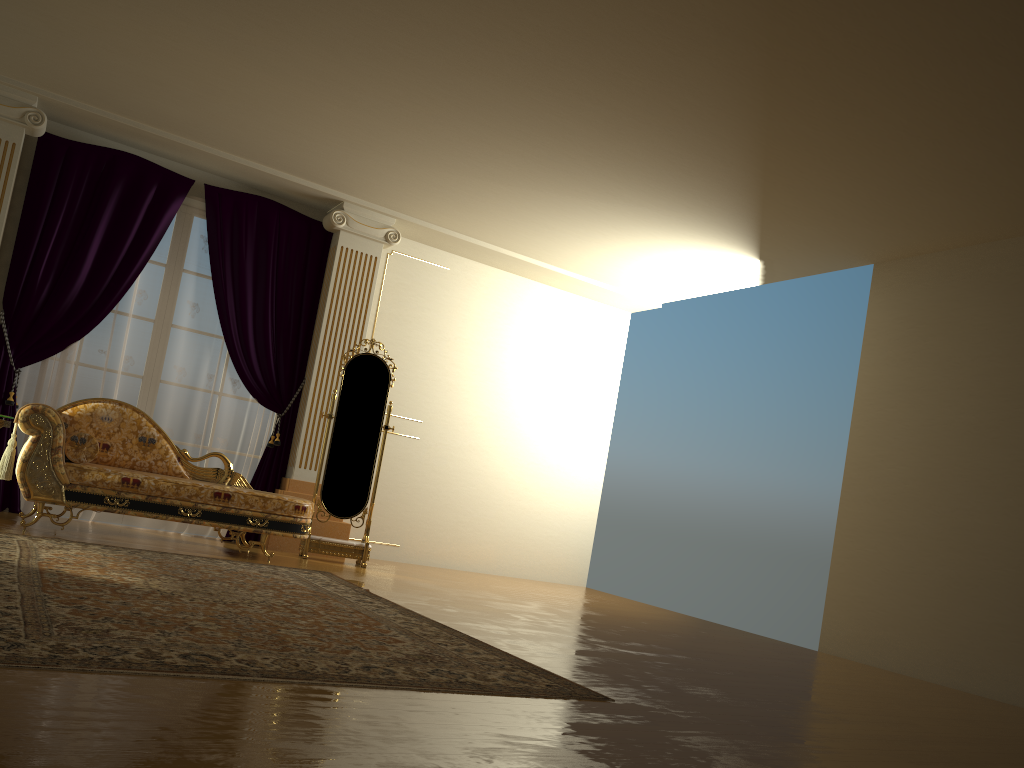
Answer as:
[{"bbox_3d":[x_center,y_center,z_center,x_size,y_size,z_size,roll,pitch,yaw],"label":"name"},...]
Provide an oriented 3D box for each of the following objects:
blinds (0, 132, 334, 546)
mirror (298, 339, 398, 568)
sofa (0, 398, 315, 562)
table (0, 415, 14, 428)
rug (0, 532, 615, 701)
[{"bbox_3d":[-2.581,-0.244,6.544,2.250,2.637,0.339,13,-5,-29],"label":"blinds"},{"bbox_3d":[-1.183,0.486,6.597,0.544,1.689,0.243,12,-5,-19],"label":"mirror"},{"bbox_3d":[-2.194,0.596,5.673,1.906,0.866,0.693,14,-7,-29],"label":"sofa"},{"bbox_3d":[-3.441,0.460,5.416,0.570,0.639,0.576,8,-6,16],"label":"table"},{"bbox_3d":[-1.310,0.910,3.838,2.131,0.017,3.080,14,-9,-29],"label":"rug"}]
